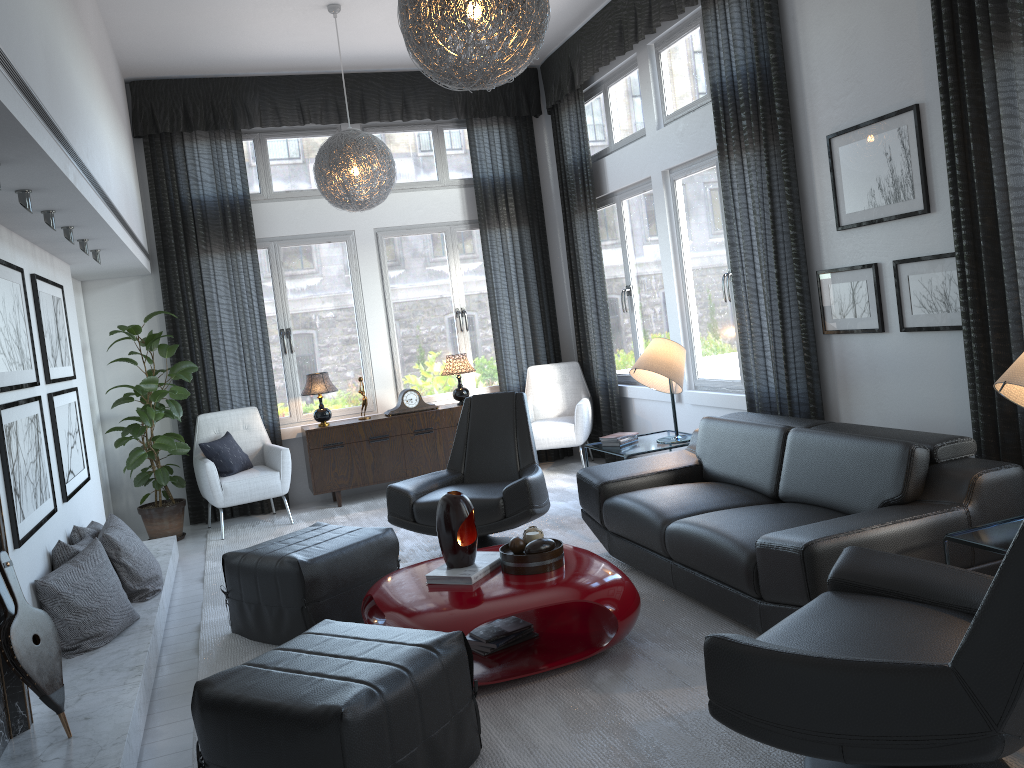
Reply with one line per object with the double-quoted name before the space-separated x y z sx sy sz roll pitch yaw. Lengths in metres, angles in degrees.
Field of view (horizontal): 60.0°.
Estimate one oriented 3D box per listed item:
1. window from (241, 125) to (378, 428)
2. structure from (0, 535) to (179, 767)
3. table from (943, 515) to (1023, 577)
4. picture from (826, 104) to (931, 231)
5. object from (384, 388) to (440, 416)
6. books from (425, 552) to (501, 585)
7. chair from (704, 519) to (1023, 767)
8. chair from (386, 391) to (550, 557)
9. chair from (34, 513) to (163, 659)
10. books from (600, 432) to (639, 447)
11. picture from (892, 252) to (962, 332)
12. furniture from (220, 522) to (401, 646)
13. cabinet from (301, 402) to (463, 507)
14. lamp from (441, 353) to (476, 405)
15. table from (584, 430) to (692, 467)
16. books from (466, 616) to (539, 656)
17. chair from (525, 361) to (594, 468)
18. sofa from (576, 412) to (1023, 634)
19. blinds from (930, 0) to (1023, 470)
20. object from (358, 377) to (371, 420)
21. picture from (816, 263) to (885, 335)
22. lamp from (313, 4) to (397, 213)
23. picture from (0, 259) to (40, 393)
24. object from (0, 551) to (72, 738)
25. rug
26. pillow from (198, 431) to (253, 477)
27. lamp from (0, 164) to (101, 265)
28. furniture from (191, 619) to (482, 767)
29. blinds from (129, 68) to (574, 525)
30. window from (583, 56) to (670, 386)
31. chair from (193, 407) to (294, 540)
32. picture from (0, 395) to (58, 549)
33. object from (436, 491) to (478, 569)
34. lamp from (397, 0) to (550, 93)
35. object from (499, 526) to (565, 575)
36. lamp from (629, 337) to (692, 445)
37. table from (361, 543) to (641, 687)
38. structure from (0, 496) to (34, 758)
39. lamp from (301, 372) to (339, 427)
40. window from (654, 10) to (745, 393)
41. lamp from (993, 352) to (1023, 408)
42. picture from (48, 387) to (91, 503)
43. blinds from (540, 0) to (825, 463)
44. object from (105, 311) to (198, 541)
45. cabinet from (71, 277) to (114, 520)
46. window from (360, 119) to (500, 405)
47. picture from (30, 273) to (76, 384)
"window" -1.815 -0.822 6.885 1.270 2.319 0.133 -8 2 -18
"structure" -1.145 1.158 2.049 0.394 0.134 7.210 -8 4 -18
"table" 1.720 0.637 2.559 0.594 0.410 0.593 -8 4 -18
"picture" 1.659 -0.970 4.049 0.020 0.466 0.588 -8 3 -18
"object" -0.787 0.127 6.857 0.407 0.180 0.181 -8 3 -18
"books" -0.164 0.697 3.370 0.200 0.030 0.307 -5 5 27
"chair" 0.995 0.554 2.101 0.803 0.809 0.843 -4 4 45
"chair" -0.166 0.489 4.862 0.839 0.809 0.807 -6 3 20
"chair" -1.834 0.839 4.049 0.391 0.430 1.336 -8 4 -17
"books" 0.645 0.333 5.344 0.160 0.050 0.216 -3 6 44
"picture" 1.814 -0.391 3.813 0.020 0.326 0.428 -8 4 -18
"furniture" -0.890 0.875 3.967 0.613 0.377 0.601 -4 5 36
"cabinet" -0.869 0.537 6.863 1.401 0.612 0.386 -8 3 -18
"lamp" -0.415 -0.036 6.967 0.280 0.397 0.281 -7 3 8
"table" 0.832 0.543 5.252 0.594 0.410 0.593 -8 4 -18
"books" -0.048 0.963 3.410 0.273 0.054 0.204 -11 6 -42
"chair" 0.335 0.265 7.031 0.593 0.822 0.614 -7 3 12
"sofa" 1.056 0.517 3.783 0.938 0.616 1.905 -8 4 -18
"blinds" 2.212 -0.837 2.089 0.189 3.272 3.213 -8 3 -18
"object" -1.143 0.107 6.756 0.097 0.324 0.096 -8 2 -18
"picture" 1.645 -0.409 4.326 0.020 0.326 0.428 -8 4 -18
"lamp" -1.035 -1.726 5.564 0.513 1.304 0.514 -8 3 -23
"picture" -2.009 -0.237 3.543 0.020 0.522 0.791 -8 4 -18
"object" -1.456 0.789 2.681 0.176 0.579 0.196 -9 3 -37
"rug" 0.428 0.957 3.111 2.959 0.032 7.772 -8 5 -18
"pillow" -2.016 0.497 6.266 0.252 0.295 0.358 -7 3 9
"lamp" -1.615 -0.622 2.850 0.053 0.081 4.255 -8 4 -18
"furniture" -0.480 0.938 2.464 0.598 0.377 0.616 -5 4 31
"blinds" -1.092 -0.797 6.984 3.217 3.273 0.189 -8 2 -18
"window" 0.836 -1.135 6.668 0.133 2.319 1.268 -8 3 -18
"chair" -1.921 0.602 6.301 0.595 0.822 0.612 -9 3 -28
"picture" -1.942 0.323 3.562 0.020 0.522 0.791 -8 4 -18
"object" -0.210 0.547 3.357 0.151 0.280 0.153 -6 3 22
"lamp" -0.173 -1.636 2.956 0.516 1.304 0.512 -8 3 -23
"object" 0.073 0.622 3.342 0.242 0.133 0.243 -6 4 19
"lamp" 1.208 0.217 4.833 0.476 1.013 1.166 -9 4 -44
"table" -0.063 0.848 3.388 0.943 0.300 0.939 -8 4 -18
"structure" -1.542 0.840 1.930 0.521 0.922 1.687 -8 4 -18
"lamp" -1.433 0.116 6.631 0.280 0.397 0.281 -7 3 8
"window" 1.280 -1.089 5.321 0.133 2.319 1.268 -8 3 -18
"lamp" 1.787 0.278 3.078 0.474 1.013 1.171 -7 3 8
"picture" -2.265 0.289 4.551 0.020 0.522 0.791 -8 4 -18
"blinds" 0.936 -0.972 5.963 0.189 3.272 3.213 -8 3 -18
"object" -2.432 0.300 6.044 0.934 1.587 0.641 -6 3 27
"cabinet" -2.912 0.223 5.879 0.192 1.892 1.172 -8 3 -18
"window" -0.479 -1.022 7.326 1.270 2.319 0.133 -8 2 -18
"picture" -2.335 -0.272 4.531 0.020 0.522 0.791 -8 4 -18
